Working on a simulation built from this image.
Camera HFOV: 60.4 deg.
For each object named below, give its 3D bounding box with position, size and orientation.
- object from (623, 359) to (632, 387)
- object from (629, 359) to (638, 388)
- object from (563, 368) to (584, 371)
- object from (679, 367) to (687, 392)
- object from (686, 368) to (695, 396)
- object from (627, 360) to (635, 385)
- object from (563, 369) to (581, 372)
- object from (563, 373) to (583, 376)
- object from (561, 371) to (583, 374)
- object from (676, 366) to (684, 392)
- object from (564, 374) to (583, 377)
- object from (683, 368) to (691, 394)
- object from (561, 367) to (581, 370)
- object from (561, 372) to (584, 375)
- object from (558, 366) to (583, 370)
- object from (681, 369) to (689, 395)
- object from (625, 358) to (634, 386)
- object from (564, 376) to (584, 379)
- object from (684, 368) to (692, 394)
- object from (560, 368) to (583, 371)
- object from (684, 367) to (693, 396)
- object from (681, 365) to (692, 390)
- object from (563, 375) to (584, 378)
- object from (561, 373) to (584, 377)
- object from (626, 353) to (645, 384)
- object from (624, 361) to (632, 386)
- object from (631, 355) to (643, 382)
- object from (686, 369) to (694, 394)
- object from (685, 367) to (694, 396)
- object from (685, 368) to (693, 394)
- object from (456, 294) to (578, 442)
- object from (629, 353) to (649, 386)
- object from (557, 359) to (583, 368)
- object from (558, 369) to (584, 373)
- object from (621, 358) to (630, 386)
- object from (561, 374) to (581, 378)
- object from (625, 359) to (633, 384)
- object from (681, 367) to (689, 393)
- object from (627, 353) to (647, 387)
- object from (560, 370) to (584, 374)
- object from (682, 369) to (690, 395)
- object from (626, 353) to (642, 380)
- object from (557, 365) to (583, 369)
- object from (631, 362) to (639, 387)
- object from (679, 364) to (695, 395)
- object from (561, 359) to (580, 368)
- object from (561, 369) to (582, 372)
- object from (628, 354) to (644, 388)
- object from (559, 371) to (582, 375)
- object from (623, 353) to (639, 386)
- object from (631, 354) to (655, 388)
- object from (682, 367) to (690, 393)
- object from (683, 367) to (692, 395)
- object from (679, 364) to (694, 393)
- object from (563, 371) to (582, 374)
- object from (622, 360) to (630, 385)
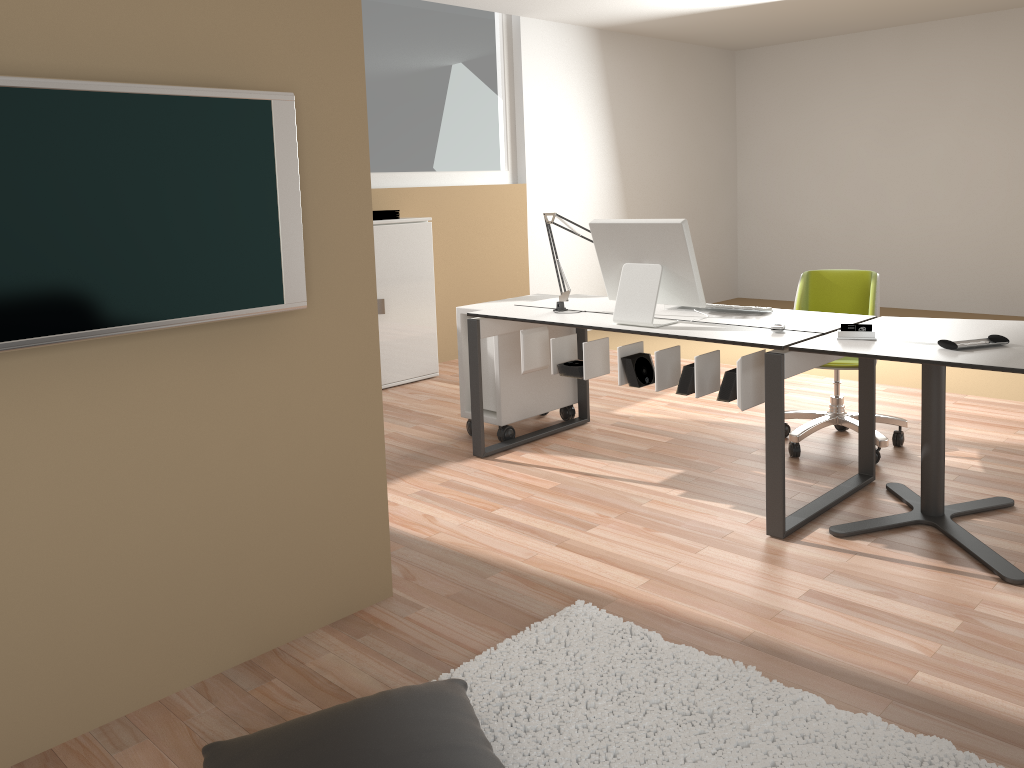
[{"bbox_3d":[0.507,-0.058,3.556,0.040,0.112,0.134,4,11,44],"label":"object"},{"bbox_3d":[0.528,-0.054,3.535,0.040,0.112,0.134,4,11,44],"label":"object"},{"bbox_3d":[0.285,-0.074,3.777,0.120,0.002,0.134,10,17,43],"label":"object"},{"bbox_3d":[0.692,-0.025,3.376,0.040,0.112,0.134,4,11,44],"label":"object"},{"bbox_3d":[0.716,-0.021,3.352,0.040,0.112,0.134,4,11,44],"label":"object"},{"bbox_3d":[0.520,-0.056,3.543,0.040,0.112,0.134,4,11,44],"label":"object"},{"bbox_3d":[0.286,-0.070,3.776,0.120,0.002,0.134,10,17,43],"label":"object"},{"bbox_3d":[0.291,-0.052,3.773,0.120,0.002,0.134,10,17,43],"label":"object"},{"bbox_3d":[0.288,-0.061,3.775,0.120,0.002,0.134,10,17,43],"label":"object"},{"bbox_3d":[0.682,-0.027,3.385,0.040,0.112,0.134,4,11,44],"label":"object"},{"bbox_3d":[0.291,-0.050,3.773,0.120,0.002,0.134,10,17,43],"label":"object"},{"bbox_3d":[0.705,-0.023,3.363,0.040,0.112,0.134,4,11,44],"label":"object"},{"bbox_3d":[0.283,-0.079,3.777,0.120,0.002,0.134,10,17,43],"label":"object"},{"bbox_3d":[0.289,-0.056,3.774,0.120,0.002,0.134,10,17,43],"label":"object"},{"bbox_3d":[0.283,-0.081,3.777,0.120,0.002,0.134,10,17,43],"label":"object"},{"bbox_3d":[0.700,-0.024,3.368,0.040,0.112,0.134,4,11,44],"label":"object"},{"bbox_3d":[0.515,-0.057,3.548,0.040,0.112,0.134,4,11,44],"label":"object"},{"bbox_3d":[0.294,-0.041,3.772,0.120,0.002,0.134,10,17,43],"label":"object"},{"bbox_3d":[0.708,-0.022,3.360,0.040,0.112,0.134,4,11,44],"label":"object"},{"bbox_3d":[0.285,-0.072,3.776,0.120,0.002,0.134,10,17,43],"label":"object"},{"bbox_3d":[0.710,-0.022,3.358,0.040,0.112,0.134,4,11,44],"label":"object"},{"bbox_3d":[0.696,-0.025,3.371,0.040,0.112,0.134,4,11,44],"label":"object"},{"bbox_3d":[0.293,-0.043,3.772,0.120,0.002,0.134,10,17,43],"label":"object"},{"bbox_3d":[0.291,-0.052,3.774,0.120,0.002,0.134,10,17,43],"label":"object"},{"bbox_3d":[0.517,-0.057,3.546,0.040,0.112,0.134,4,11,44],"label":"object"},{"bbox_3d":[0.508,-0.058,3.555,0.040,0.112,0.134,4,11,44],"label":"object"},{"bbox_3d":[0.530,-0.054,3.534,0.040,0.112,0.134,4,11,44],"label":"object"},{"bbox_3d":[0.715,-0.021,3.353,0.040,0.112,0.134,4,11,44],"label":"object"},{"bbox_3d":[0.713,-0.021,3.355,0.040,0.112,0.134,4,11,44],"label":"object"},{"bbox_3d":[0.711,-0.022,3.356,0.040,0.112,0.134,4,11,44],"label":"object"},{"bbox_3d":[0.052,-0.099,4.645,0.310,0.666,0.628,5,11,44],"label":"object"},{"bbox_3d":[0.526,-0.055,3.537,0.040,0.112,0.134,4,11,44],"label":"object"},{"bbox_3d":[0.281,-0.088,3.778,0.120,0.002,0.134,10,17,43],"label":"object"},{"bbox_3d":[0.286,-0.068,3.776,0.120,0.002,0.134,10,17,43],"label":"object"},{"bbox_3d":[0.500,-0.059,3.563,0.040,0.112,0.134,4,11,44],"label":"object"},{"bbox_3d":[0.292,-0.047,3.773,0.120,0.002,0.134,10,17,43],"label":"object"},{"bbox_3d":[0.513,-0.057,3.550,0.040,0.112,0.134,4,11,44],"label":"object"},{"bbox_3d":[0.698,-0.024,3.369,0.040,0.112,0.134,4,11,44],"label":"object"},{"bbox_3d":[0.521,-0.056,3.542,0.040,0.112,0.134,4,11,44],"label":"object"},{"bbox_3d":[0.288,-0.063,3.775,0.120,0.002,0.134,10,17,43],"label":"object"},{"bbox_3d":[0.703,-0.023,3.364,0.040,0.112,0.134,4,11,44],"label":"object"},{"bbox_3d":[0.510,-0.058,3.553,0.040,0.112,0.134,4,11,44],"label":"object"},{"bbox_3d":[0.282,-0.083,3.778,0.120,0.002,0.134,10,17,43],"label":"object"},{"bbox_3d":[0.533,-0.054,3.531,0.040,0.112,0.134,4,11,44],"label":"object"},{"bbox_3d":[0.695,-0.025,3.373,0.040,0.112,0.134,4,11,44],"label":"object"},{"bbox_3d":[0.281,-0.088,3.778,0.120,0.002,0.134,10,17,43],"label":"object"},{"bbox_3d":[0.286,-0.070,3.776,0.120,0.002,0.134,10,17,43],"label":"object"},{"bbox_3d":[0.523,-0.056,3.540,0.040,0.112,0.134,4,11,44],"label":"object"},{"bbox_3d":[0.289,-0.059,3.774,0.120,0.002,0.134,10,17,43],"label":"object"},{"bbox_3d":[0.504,-0.059,3.559,0.040,0.112,0.134,4,11,44],"label":"object"},{"bbox_3d":[0.533,-0.054,3.530,0.040,0.112,0.134,4,11,44],"label":"object"},{"bbox_3d":[0.701,-0.023,3.366,0.040,0.112,0.134,4,11,44],"label":"object"},{"bbox_3d":[0.706,-0.023,3.361,0.040,0.112,0.134,4,11,44],"label":"object"},{"bbox_3d":[0.693,-0.025,3.374,0.040,0.112,0.134,4,11,44],"label":"object"},{"bbox_3d":[0.288,-0.061,3.775,0.120,0.002,0.134,10,17,43],"label":"object"},{"bbox_3d":[0.502,-0.059,3.561,0.040,0.112,0.134,4,11,44],"label":"object"}]
